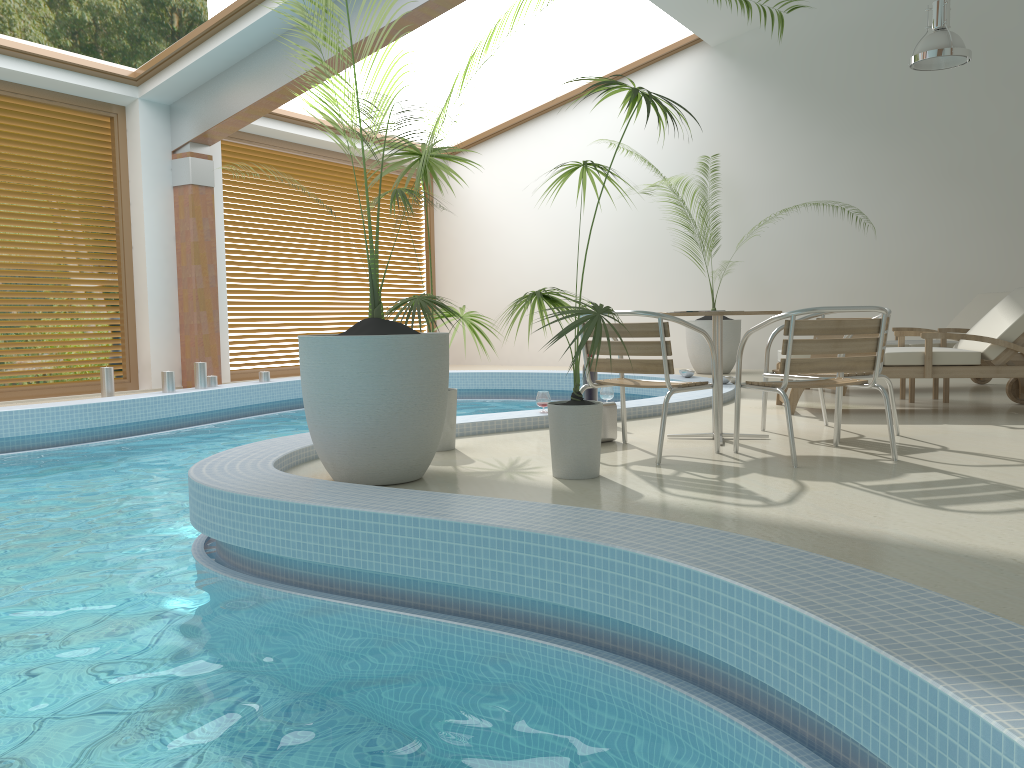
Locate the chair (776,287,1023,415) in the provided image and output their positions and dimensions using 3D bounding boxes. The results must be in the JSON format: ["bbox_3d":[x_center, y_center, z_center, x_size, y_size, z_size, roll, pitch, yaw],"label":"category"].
[{"bbox_3d":[2.919,-0.248,6.349,1.903,0.866,0.861,0,4,10],"label":"chair"}]

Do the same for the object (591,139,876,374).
[{"bbox_3d":[2.507,-1.599,10.480,2.979,2.960,2.729,-1,4,-3],"label":"object"}]

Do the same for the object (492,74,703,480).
[{"bbox_3d":[0.357,-0.436,3.873,0.791,1.695,1.059,-3,5,-22],"label":"object"}]

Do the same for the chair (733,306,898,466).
[{"bbox_3d":[1.482,-0.014,4.372,0.618,0.727,0.563,-2,4,-15],"label":"chair"}]

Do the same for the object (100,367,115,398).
[{"bbox_3d":[-3.748,0.005,8.216,0.115,0.320,0.115,-2,4,-9],"label":"object"}]

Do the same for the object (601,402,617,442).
[{"bbox_3d":[0.462,0.219,4.963,0.272,0.223,0.081,-4,5,-38],"label":"object"}]

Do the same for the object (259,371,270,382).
[{"bbox_3d":[-2.629,-0.077,9.422,0.115,0.107,0.115,-2,4,-9],"label":"object"}]

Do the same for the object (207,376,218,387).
[{"bbox_3d":[-2.986,-0.026,8.812,0.115,0.107,0.115,-2,4,-9],"label":"object"}]

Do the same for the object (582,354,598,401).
[{"bbox_3d":[0.532,-0.049,6.042,0.109,0.435,0.109,-3,5,-23],"label":"object"}]

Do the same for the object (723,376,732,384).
[{"bbox_3d":[1.914,-0.034,8.020,0.140,0.069,0.140,-1,4,1],"label":"object"}]

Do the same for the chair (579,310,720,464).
[{"bbox_3d":[0.680,-0.014,4.560,0.618,0.727,0.563,3,6,44],"label":"chair"}]

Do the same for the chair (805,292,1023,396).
[{"bbox_3d":[3.691,-0.380,7.956,1.903,0.866,0.861,-1,4,-6],"label":"chair"}]

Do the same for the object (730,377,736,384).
[{"bbox_3d":[2.250,-0.036,9.054,0.140,0.069,0.140,-1,4,1],"label":"object"}]

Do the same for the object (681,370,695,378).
[{"bbox_3d":[1.769,-0.097,8.924,0.140,0.069,0.140,-1,4,1],"label":"object"}]

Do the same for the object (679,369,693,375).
[{"bbox_3d":[1.784,-0.111,9.106,0.140,0.069,0.140,-1,4,1],"label":"object"}]

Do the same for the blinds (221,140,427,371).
[{"bbox_3d":[-2.578,-1.639,12.307,0.095,2.921,4.414,2,5,32],"label":"blinds"}]

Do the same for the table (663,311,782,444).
[{"bbox_3d":[1.166,-0.047,5.030,0.700,0.720,0.700,-4,5,-38],"label":"table"}]

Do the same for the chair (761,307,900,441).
[{"bbox_3d":[1.840,-0.079,5.168,0.563,0.727,0.618,-3,5,-25],"label":"chair"}]

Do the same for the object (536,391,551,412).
[{"bbox_3d":[0.209,0.117,5.914,0.102,0.137,0.102,3,6,41],"label":"object"}]

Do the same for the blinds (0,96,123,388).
[{"bbox_3d":[-5.335,-1.269,7.926,0.095,2.921,4.200,2,5,32],"label":"blinds"}]

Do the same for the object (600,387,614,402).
[{"bbox_3d":[0.680,0.076,6.350,0.102,0.137,0.102,3,6,41],"label":"object"}]

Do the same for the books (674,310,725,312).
[{"bbox_3d":[1.047,-0.408,4.971,0.241,0.004,0.166,-2,4,-17],"label":"books"}]

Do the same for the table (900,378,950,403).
[{"bbox_3d":[3.243,0.006,6.979,0.283,0.255,0.320,0,4,10],"label":"table"}]

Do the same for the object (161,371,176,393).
[{"bbox_3d":[-3.164,-0.019,8.168,0.115,0.194,0.115,-2,4,-17],"label":"object"}]

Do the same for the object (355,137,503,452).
[{"bbox_3d":[-0.481,-0.494,4.860,0.791,1.695,1.059,0,4,19],"label":"object"}]

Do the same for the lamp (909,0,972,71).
[{"bbox_3d":[3.813,-3.846,7.866,0.506,1.958,0.505,2,5,32],"label":"lamp"}]

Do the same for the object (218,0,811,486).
[{"bbox_3d":[-0.546,-1.071,4.032,2.729,2.960,2.979,-5,6,-40],"label":"object"}]

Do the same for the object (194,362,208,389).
[{"bbox_3d":[-3.008,-0.081,8.569,0.115,0.254,0.115,-2,4,-17],"label":"object"}]
